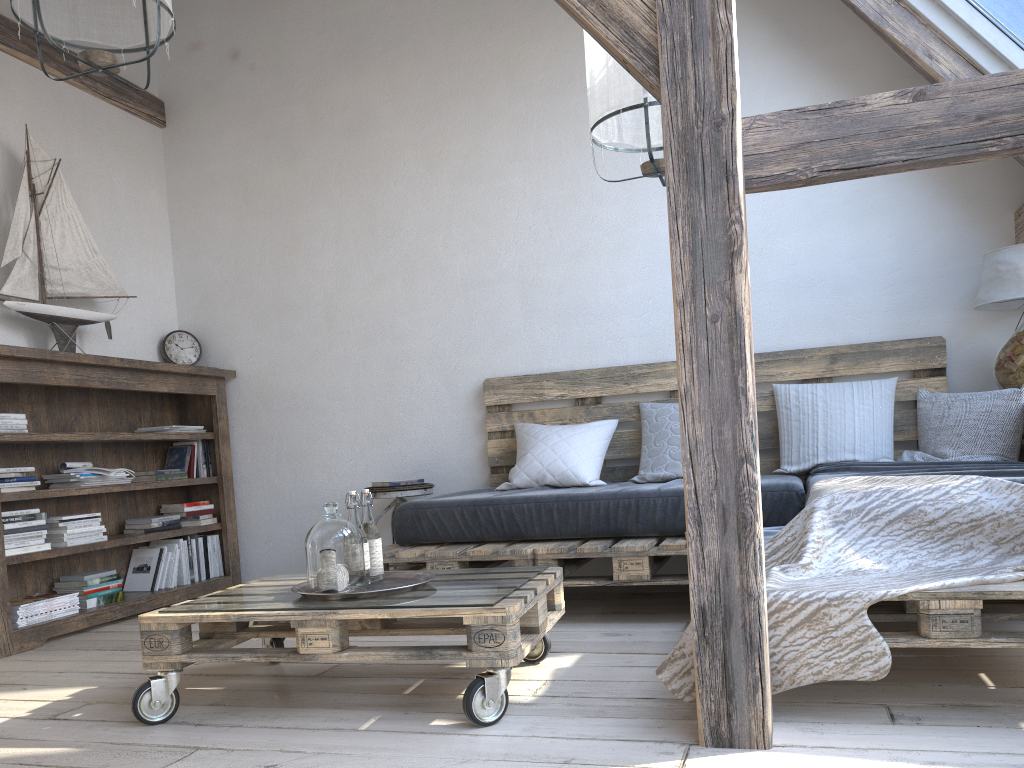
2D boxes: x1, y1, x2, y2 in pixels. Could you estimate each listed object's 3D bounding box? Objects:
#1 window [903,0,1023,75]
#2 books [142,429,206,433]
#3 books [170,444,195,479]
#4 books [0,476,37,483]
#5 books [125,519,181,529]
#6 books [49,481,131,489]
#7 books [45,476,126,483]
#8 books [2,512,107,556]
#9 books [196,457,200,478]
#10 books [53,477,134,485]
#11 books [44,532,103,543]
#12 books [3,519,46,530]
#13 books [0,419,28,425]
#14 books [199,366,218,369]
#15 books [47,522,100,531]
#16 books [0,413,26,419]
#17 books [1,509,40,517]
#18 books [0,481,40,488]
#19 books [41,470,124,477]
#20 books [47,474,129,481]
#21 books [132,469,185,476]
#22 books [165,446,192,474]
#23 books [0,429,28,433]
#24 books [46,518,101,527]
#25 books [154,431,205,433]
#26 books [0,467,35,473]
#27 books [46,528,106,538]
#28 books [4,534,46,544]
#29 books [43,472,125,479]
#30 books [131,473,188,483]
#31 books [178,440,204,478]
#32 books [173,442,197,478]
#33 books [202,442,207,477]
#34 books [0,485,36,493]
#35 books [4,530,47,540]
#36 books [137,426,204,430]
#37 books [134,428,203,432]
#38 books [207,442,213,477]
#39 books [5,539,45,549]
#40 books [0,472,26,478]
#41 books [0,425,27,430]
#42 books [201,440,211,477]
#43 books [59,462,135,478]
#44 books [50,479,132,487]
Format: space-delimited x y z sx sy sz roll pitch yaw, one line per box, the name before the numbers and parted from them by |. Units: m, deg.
window | 1.423 -1.478 2.888 1.099 1.280 0.852 -4 1 17
books | -1.722 0.243 4.499 0.205 0.009 0.258 -5 -4 9
books | -1.709 0.405 4.557 0.140 0.176 0.059 -4 2 16
books | -2.039 0.386 3.508 0.147 0.020 0.208 -7 -5 33
books | -1.763 0.689 4.319 0.160 0.023 0.211 -5 -4 17
books | -1.869 0.448 3.903 0.205 0.009 0.257 -6 -5 26
books | -1.885 0.423 3.896 0.205 0.009 0.257 -7 -5 34
books | -1.970 0.610 3.662 0.207 0.151 0.548 -4 -4 17
books | -1.698 0.410 4.614 0.117 0.173 0.018 -4 3 17
books | -1.862 0.432 3.923 0.205 0.009 0.257 -5 -5 19
books | -1.911 0.663 3.798 0.157 0.017 0.219 -5 -4 17
books | -2.002 0.562 3.501 0.158 0.021 0.218 -5 -4 12
books | -2.065 0.155 3.475 0.158 0.021 0.218 -5 -4 17
books | -1.715 -0.068 4.677 0.236 0.025 0.178 -5 -4 17
books | -1.905 0.616 3.805 0.140 0.018 0.184 -5 -4 17
books | -2.073 0.133 3.476 0.158 0.021 0.218 -5 -4 17
books | -2.003 0.513 3.491 0.140 0.018 0.184 -5 -4 17
books | -2.035 0.406 3.516 0.157 0.017 0.219 -5 -4 17
books | -1.899 0.398 3.896 0.205 0.009 0.257 -6 -5 29
books | -1.877 0.414 3.904 0.205 0.009 0.257 -6 -5 24
books | -1.757 0.440 4.378 0.150 0.021 0.204 -5 -5 21
books | -1.722 0.405 4.527 0.132 0.173 0.081 -4 1 18
books | -2.063 0.193 3.479 0.157 0.017 0.219 -5 -4 12
books | -1.930 0.602 3.820 0.157 0.017 0.219 -6 -5 22
books | -1.725 0.251 4.485 0.205 0.009 0.258 -5 -4 12
books | -2.037 0.348 3.518 0.140 0.018 0.184 -5 -4 17
books | -1.905 0.646 3.814 0.157 0.017 0.219 -6 -5 22
books | -2.007 0.621 3.508 0.157 0.017 0.219 -5 -4 17
books | -1.892 0.406 3.899 0.205 0.009 0.257 -6 -5 24
books | -1.758 0.467 4.388 0.162 0.030 0.218 -5 -4 20
books | -1.688 0.396 4.632 0.135 0.202 0.021 -4 3 17
books | -1.706 0.398 4.582 0.139 0.192 0.050 -4 2 17
books | -1.682 0.405 4.652 0.140 0.186 0.020 -4 3 18
books | -2.032 0.425 3.521 0.140 0.020 0.184 -5 -4 12
books | -1.997 0.602 3.493 0.157 0.017 0.219 -6 -5 22
books | -1.734 0.225 4.478 0.205 0.009 0.258 -5 -4 14
books | -1.741 0.233 4.467 0.205 0.009 0.257 -6 -5 24
books | -1.668 0.407 4.698 0.140 0.186 0.020 -4 3 18
books | -2.012 0.641 3.505 0.158 0.021 0.218 -5 -4 17
books | -2.036 0.366 3.512 0.132 0.021 0.200 -3 -4 -16
books | -2.045 0.174 3.472 0.140 0.018 0.184 -5 -4 17
books | -1.668 0.398 4.668 0.136 0.201 0.021 -4 3 17
books | -1.853 0.387 3.940 0.221 0.088 0.261 -4 -4 -3
books | -1.867 0.440 3.910 0.205 0.009 0.257 -6 -5 22
